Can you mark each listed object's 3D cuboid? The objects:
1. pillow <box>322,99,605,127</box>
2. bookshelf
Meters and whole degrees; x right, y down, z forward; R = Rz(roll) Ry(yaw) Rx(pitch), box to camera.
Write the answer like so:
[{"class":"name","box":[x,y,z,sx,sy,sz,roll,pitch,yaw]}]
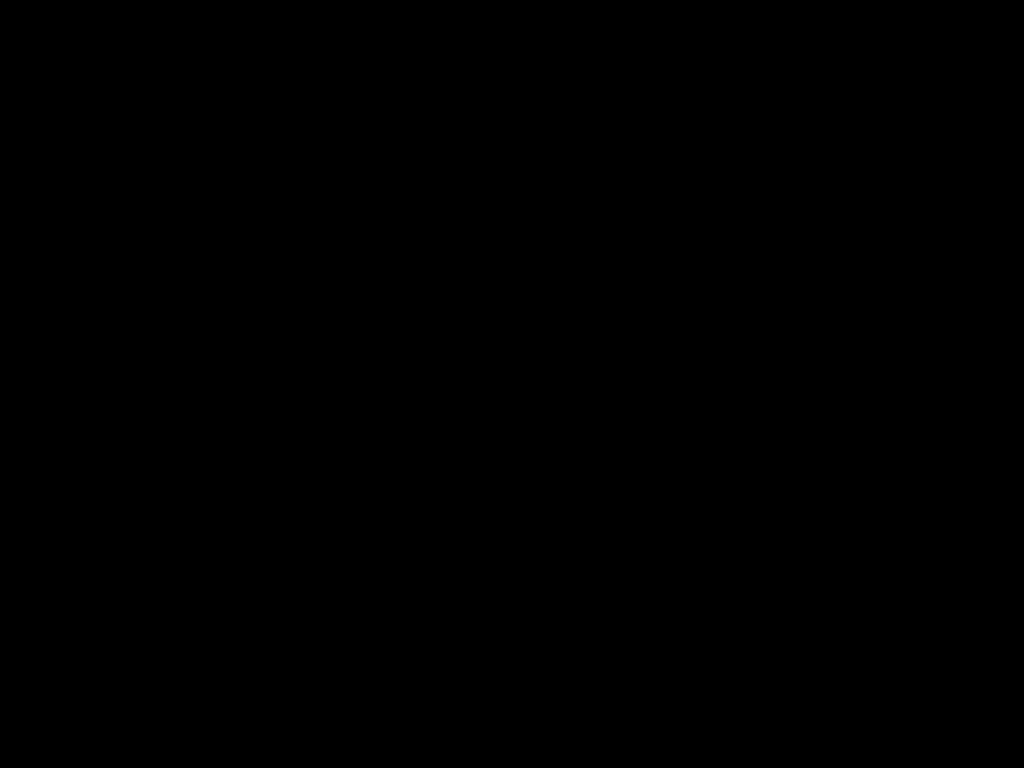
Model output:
[{"class":"pillow","box":[-0.201,-0.388,1.090,0.498,0.241,0.470,-13,15,-36]},{"class":"bookshelf","box":[-0.516,-0.163,1.380,1.495,0.303,0.643,-4,12,-2]}]
